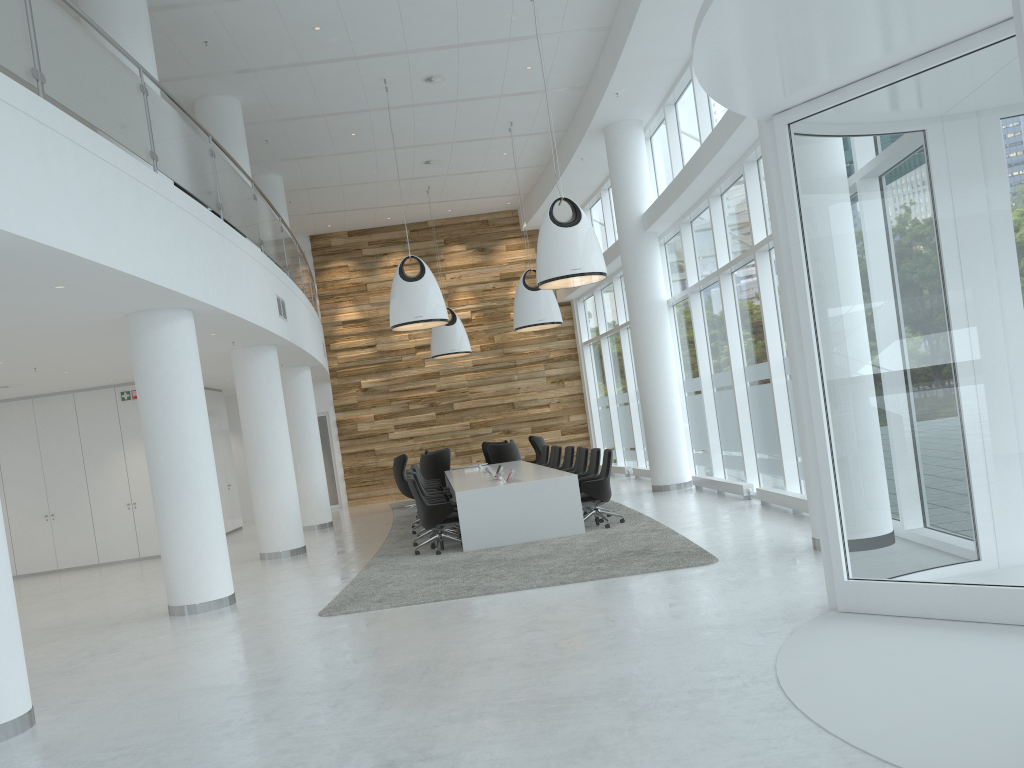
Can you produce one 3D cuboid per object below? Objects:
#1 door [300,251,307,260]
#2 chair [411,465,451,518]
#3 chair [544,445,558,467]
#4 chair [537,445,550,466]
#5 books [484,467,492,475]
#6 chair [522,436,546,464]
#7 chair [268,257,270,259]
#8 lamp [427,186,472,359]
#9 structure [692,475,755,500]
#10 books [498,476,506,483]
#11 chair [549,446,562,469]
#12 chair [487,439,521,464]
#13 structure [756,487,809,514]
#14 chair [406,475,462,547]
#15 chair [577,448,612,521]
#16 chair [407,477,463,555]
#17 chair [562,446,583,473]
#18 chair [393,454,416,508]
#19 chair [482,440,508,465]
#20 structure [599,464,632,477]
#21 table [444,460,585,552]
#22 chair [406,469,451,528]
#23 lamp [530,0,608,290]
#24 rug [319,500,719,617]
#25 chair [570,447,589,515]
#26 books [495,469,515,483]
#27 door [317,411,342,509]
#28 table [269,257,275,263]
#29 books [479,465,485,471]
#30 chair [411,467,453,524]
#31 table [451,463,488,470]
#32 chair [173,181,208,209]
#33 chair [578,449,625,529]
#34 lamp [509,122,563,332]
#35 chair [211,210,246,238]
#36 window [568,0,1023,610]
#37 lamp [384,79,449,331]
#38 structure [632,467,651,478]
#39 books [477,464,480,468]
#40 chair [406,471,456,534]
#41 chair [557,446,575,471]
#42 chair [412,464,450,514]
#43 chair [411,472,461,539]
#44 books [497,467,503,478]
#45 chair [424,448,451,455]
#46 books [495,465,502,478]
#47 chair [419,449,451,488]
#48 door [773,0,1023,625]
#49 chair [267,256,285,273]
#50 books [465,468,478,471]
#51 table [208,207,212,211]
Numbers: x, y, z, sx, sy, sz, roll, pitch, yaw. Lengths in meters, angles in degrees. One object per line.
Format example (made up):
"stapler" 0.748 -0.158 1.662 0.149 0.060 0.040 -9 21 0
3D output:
"door" -5.780 -1.943 21.735 1.804 2.404 0.132 -8 1 -3
"chair" -1.443 1.901 15.833 0.673 0.967 0.686 -8 0 -6
"chair" 0.587 1.626 16.040 0.673 0.967 0.686 -8 0 -6
"chair" 0.470 1.683 16.909 0.672 0.967 0.686 -8 0 -11
"books" -0.358 1.477 14.527 0.153 0.239 0.191 -8 0 -6
"chair" 0.335 1.715 19.249 0.915 1.154 0.916 -8 0 -16
"chair" -4.268 -1.906 13.989 0.911 1.154 0.919 -8 0 -18
"lamp" -1.547 -2.405 18.992 0.887 3.651 0.879 -7 1 33
"structure" 3.124 1.532 13.241 0.150 0.214 2.691 -8 -3 -4
"books" -0.092 1.326 11.764 0.143 0.226 0.204 -8 0 -7
"chair" 0.621 1.584 15.226 0.673 0.967 0.686 -8 0 -6
"chair" -0.223 1.743 18.148 0.921 1.154 0.909 -8 0 44
"structure" 3.250 1.369 10.067 0.150 0.214 2.690 -8 -3 -1
"chair" -1.058 1.669 11.936 0.673 0.967 0.686 -8 0 -6
"chair" 0.971 1.395 12.143 0.673 0.967 0.686 -8 0 -6
"chair" -0.941 1.613 11.068 0.672 0.967 0.686 -8 0 -11
"chair" 0.870 1.481 13.721 0.674 0.967 0.685 -8 0 -1
"chair" -2.049 2.038 18.995 0.915 1.154 0.916 -8 0 -16
"chair" -0.414 1.862 20.170 0.916 1.154 0.915 -8 0 14
"structure" 2.294 1.970 20.280 0.150 0.214 2.694 -8 -3 -10
"table" -0.206 1.763 13.996 1.499 0.739 6.563 -8 -3 -6
"chair" -1.341 1.815 14.255 0.674 0.967 0.685 -8 0 -1
"lamp" 0.495 -3.060 10.917 0.888 3.651 0.879 -7 1 40
"rug" -0.338 2.170 14.327 3.935 0.010 13.461 -8 -3 -5
"chair" 0.882 1.444 12.957 0.673 0.967 0.686 -8 0 -6
"books" -0.078 1.337 12.262 0.231 0.275 0.595 -8 -2 15
"door" -5.231 1.986 21.827 1.804 2.404 0.132 -8 1 -3
"table" -4.293 -1.659 14.821 0.803 0.755 0.795 -8 -1 34
"books" -0.523 1.589 16.278 0.139 0.223 0.162 -8 0 -5
"chair" -1.354 1.851 15.019 0.673 0.967 0.686 -8 0 -6
"table" -0.871 2.103 19.100 0.801 0.697 0.797 -8 -1 19
"chair" -3.995 -2.116 10.239 0.911 1.154 0.919 -8 0 -15
"chair" 1.047 1.347 11.333 0.674 0.967 0.685 -8 0 -1
"lamp" 0.221 -2.801 15.739 0.888 3.651 0.879 -7 1 38
"chair" -4.051 -2.030 11.948 0.912 1.154 0.919 -8 0 -12
"window" -17.802 1.623 16.818 63.184 6.147 30.684 -10 -3 34
"lamp" -1.617 -2.663 13.134 0.888 3.651 0.879 -7 1 40
"structure" 2.753 1.763 17.152 0.150 0.214 2.692 -8 -3 -7
"books" -0.562 1.602 16.614 0.153 0.241 0.182 -8 0 -5
"chair" -1.246 1.766 13.476 0.672 0.967 0.686 -8 0 -11
"chair" 0.775 1.530 14.501 0.672 0.967 0.686 -8 0 -11
"chair" -1.518 1.949 16.644 0.674 0.967 0.685 -8 0 -1
"chair" -1.093 1.711 12.751 0.673 0.967 0.686 -8 0 -6
"books" -0.215 1.438 14.202 0.158 0.241 0.352 -8 -1 -6
"chair" -1.563 2.018 20.057 0.921 1.154 0.909 -8 0 44
"books" -0.231 1.421 14.181 0.139 0.230 0.357 -8 -1 -6
"chair" -1.393 1.903 18.064 0.916 1.154 0.915 -8 0 14
"door" 3.208 -0.379 3.989 2.998 3.113 2.994 -8 -1 4
"chair" -4.411 -1.808 15.692 0.911 1.154 0.919 -8 0 -15
"books" -0.732 1.541 15.985 0.224 0.026 0.263 -8 -3 4
"table" -3.978 -1.875 11.073 0.797 0.755 0.801 -8 -1 -16
